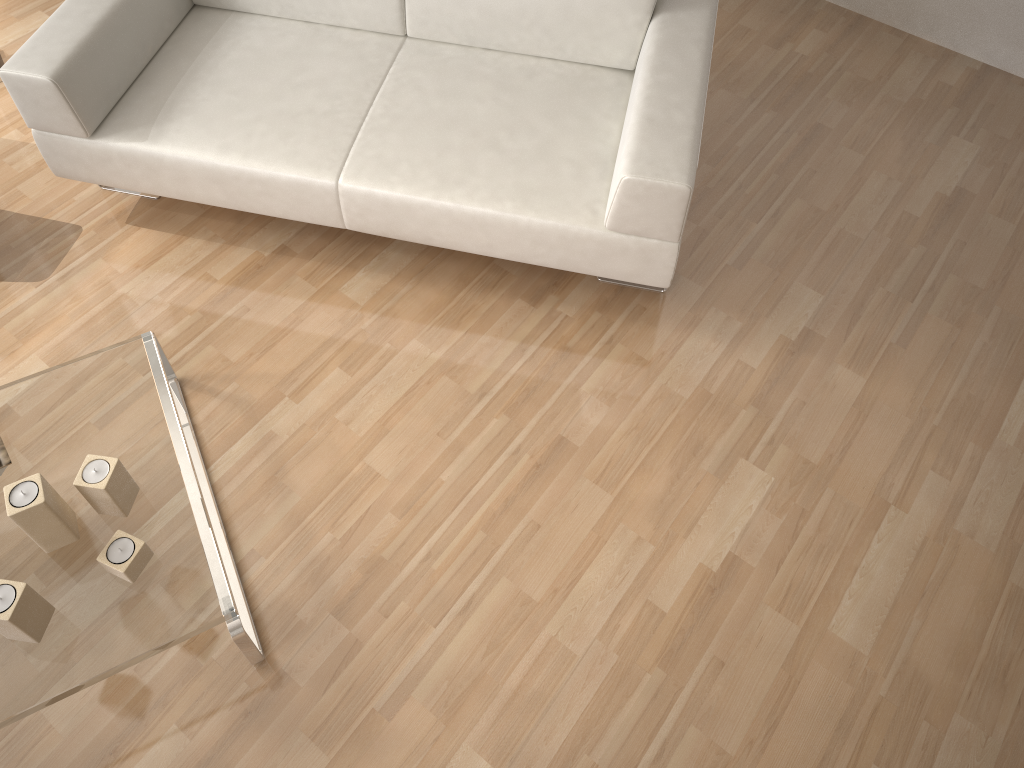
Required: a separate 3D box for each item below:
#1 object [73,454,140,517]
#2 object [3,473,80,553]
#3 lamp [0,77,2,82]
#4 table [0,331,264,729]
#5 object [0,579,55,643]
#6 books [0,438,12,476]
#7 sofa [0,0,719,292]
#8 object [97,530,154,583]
[{"bbox_3d":[-0.818,0.204,1.767,0.067,0.139,0.072,7,55,4],"label":"object"},{"bbox_3d":[-0.915,0.250,1.704,0.068,0.181,0.071,-22,59,-16],"label":"object"},{"bbox_3d":[-1.933,-1.501,2.436,0.374,1.541,0.220,-28,60,-19],"label":"lamp"},{"bbox_3d":[-1.012,0.355,1.881,0.712,0.231,0.845,-22,57,-16],"label":"table"},{"bbox_3d":[-0.912,0.415,1.608,0.067,0.139,0.072,7,55,4],"label":"object"},{"bbox_3d":[-1.229,0.172,1.837,0.300,0.052,0.214,-32,60,-22],"label":"books"},{"bbox_3d":[-0.353,-0.888,2.535,1.788,0.685,0.975,11,55,7],"label":"sofa"},{"bbox_3d":[-0.758,0.335,1.714,0.068,0.068,0.072,19,56,12],"label":"object"}]
